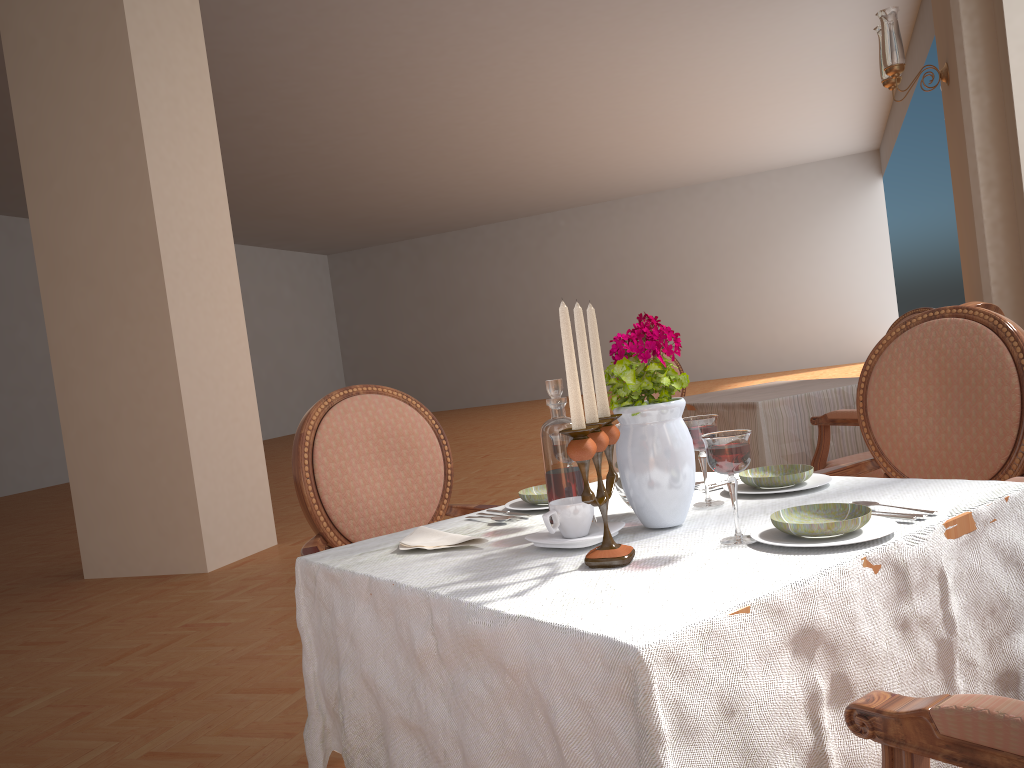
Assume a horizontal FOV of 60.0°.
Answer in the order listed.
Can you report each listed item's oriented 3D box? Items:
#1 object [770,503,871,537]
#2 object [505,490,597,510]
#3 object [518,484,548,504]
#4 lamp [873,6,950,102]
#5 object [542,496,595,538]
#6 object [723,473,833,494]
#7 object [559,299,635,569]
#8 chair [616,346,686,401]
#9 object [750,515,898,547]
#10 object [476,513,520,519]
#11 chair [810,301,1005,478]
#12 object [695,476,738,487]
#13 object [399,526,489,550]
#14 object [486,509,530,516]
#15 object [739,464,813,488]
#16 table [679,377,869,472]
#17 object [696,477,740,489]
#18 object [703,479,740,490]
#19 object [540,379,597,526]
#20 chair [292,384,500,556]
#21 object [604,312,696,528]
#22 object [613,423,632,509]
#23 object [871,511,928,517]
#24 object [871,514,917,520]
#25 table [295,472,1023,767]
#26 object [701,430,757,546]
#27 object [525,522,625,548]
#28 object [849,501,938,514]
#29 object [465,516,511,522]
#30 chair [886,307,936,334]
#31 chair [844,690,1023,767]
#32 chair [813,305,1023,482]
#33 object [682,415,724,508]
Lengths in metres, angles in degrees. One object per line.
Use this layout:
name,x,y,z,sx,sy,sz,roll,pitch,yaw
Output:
object,0.376,0.169,1.078,0.117,0.024,0.117,-8,2,-29
object,0.072,0.207,1.569,0.171,0.005,0.171,-9,2,-33
object,0.071,0.196,1.569,0.117,0.024,0.117,-7,2,30
lamp,1.804,-1.493,4.007,0.274,0.362,0.320,-7,2,20
object,0.077,0.186,1.221,0.078,0.049,0.062,-8,2,-8
object,0.429,0.162,1.436,0.171,0.005,0.171,-9,2,-39
object,0.100,0.058,1.081,0.059,0.326,0.177,-7,2,19
chair,0.826,0.254,4.299,0.520,0.932,0.593,-9,2,-25
object,0.378,0.179,1.079,0.171,0.005,0.171,-8,2,-20
object,-0.022,0.223,1.500,0.016,0.002,0.125,-9,2,-36
chair,1.402,0.210,3.044,0.520,0.932,0.593,-9,2,-25
object,0.349,0.170,1.555,0.125,0.006,0.027,-9,2,-34
object,-0.131,0.236,1.345,0.094,0.012,0.234,-9,2,-32
object,-0.004,0.219,1.510,0.013,0.004,0.127,-9,2,-36
object,0.428,0.152,1.435,0.117,0.024,0.117,-8,2,-1
table,1.106,0.360,3.682,0.830,0.677,0.829,-8,2,-25
object,0.365,0.170,1.535,0.125,0.002,0.016,-9,2,-33
object,0.374,0.168,1.516,0.127,0.004,0.013,-9,2,-33
object,0.076,0.104,1.320,0.074,0.222,0.074,-8,2,-1
chair,-0.155,0.450,1.875,0.520,0.932,0.593,-9,3,-37
object,0.189,0.049,1.246,0.124,0.302,0.143,-7,2,19
object,0.199,0.128,1.375,0.092,0.138,0.093,-9,3,-42
object,0.476,0.166,1.143,0.016,0.002,0.125,-9,2,-33
object,0.457,0.167,1.134,0.013,0.004,0.127,-9,2,-33
table,0.235,0.538,1.325,0.836,0.681,0.830,-9,2,-36
object,0.272,0.128,1.094,0.062,0.135,0.062,-9,3,-39
object,0.088,0.209,1.223,0.119,0.016,0.119,-6,2,40
object,0.496,0.161,1.159,0.027,0.006,0.126,-9,2,-34
object,-0.042,0.224,1.483,0.027,0.006,0.126,-9,2,-37
chair,1.710,0.144,3.981,0.592,0.932,0.521,-9,2,-25
chair,0.653,0.371,0.757,0.520,0.932,0.593,-9,3,-37
chair,0.773,0.329,1.738,0.592,0.932,0.521,-9,3,-37
object,0.292,0.118,1.355,0.062,0.135,0.062,-9,3,-39
